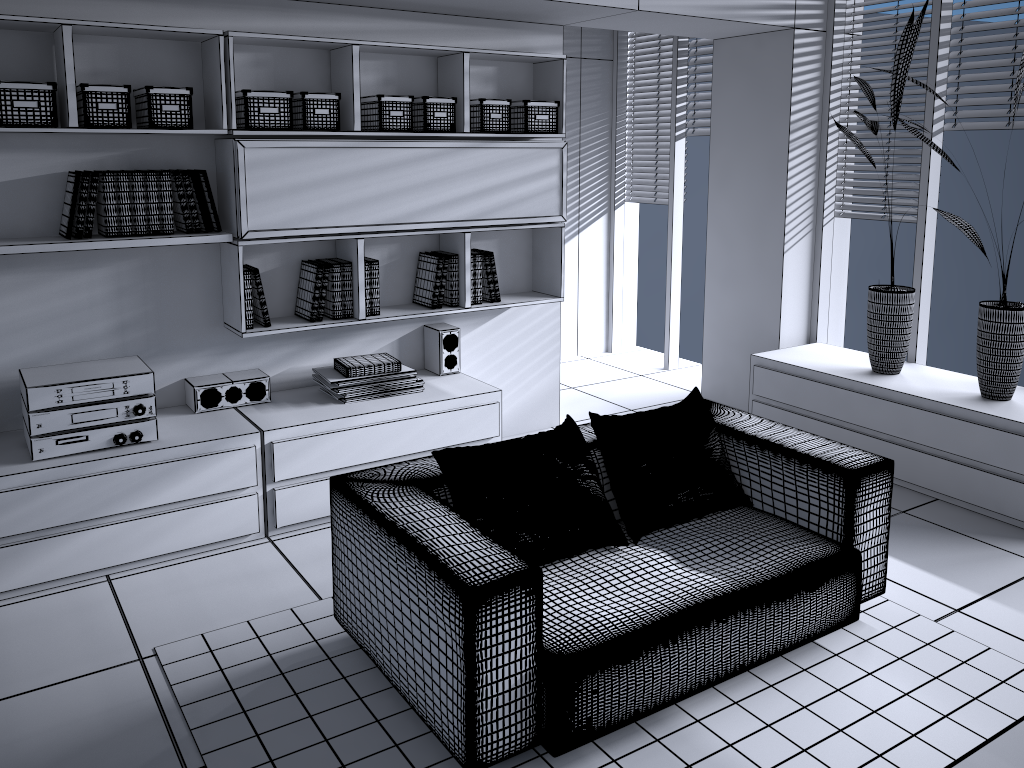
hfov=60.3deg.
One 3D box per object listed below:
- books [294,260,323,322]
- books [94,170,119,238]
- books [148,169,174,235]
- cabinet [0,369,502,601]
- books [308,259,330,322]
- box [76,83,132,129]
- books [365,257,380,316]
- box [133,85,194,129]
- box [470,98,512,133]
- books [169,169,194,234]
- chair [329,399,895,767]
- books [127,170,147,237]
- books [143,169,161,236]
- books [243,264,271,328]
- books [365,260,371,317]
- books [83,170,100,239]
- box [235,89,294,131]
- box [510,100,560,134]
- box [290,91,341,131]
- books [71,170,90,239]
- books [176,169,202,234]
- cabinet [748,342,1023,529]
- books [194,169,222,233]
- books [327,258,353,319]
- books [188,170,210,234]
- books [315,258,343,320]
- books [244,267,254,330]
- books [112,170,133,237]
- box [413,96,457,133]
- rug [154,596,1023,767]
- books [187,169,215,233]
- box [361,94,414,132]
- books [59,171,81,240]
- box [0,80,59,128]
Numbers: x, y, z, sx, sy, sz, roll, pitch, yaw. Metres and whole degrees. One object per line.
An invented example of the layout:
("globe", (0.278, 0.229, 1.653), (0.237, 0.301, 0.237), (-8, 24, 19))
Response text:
("books", (-0.920, -0.423, 3.993), (0.075, 0.255, 0.210), (-6, 13, -32))
("books", (-1.612, -0.718, 3.502), (0.050, 0.254, 0.210), (-6, 13, -32))
("books", (-1.437, -0.748, 3.613), (0.050, 0.254, 0.210), (-6, 13, -32))
("cabinet", (-1.142, 0.349, 3.775), (2.284, 0.441, 0.582), (-9, 16, -32))
("books", (-0.894, -0.428, 4.010), (0.075, 0.255, 0.210), (-6, 13, -33))
("box", (-1.591, -1.074, 3.421), (0.175, 0.159, 0.285), (-8, 15, -32))
("books", (-0.685, -0.464, 4.157), (0.050, 0.254, 0.210), (-6, 13, -32))
("box", (-1.401, -1.106, 3.543), (0.180, 0.159, 0.285), (-8, 15, -32))
("box", (-0.148, -1.317, 4.343), (0.180, 0.159, 0.285), (-8, 16, -32))
("books", (-1.381, -0.756, 3.646), (0.075, 0.255, 0.210), (-6, 13, -31))
("chair", (0.365, 0.536, 2.862), (1.659, 0.541, 0.975), (-9, 16, -32))
("books", (-1.522, -0.732, 3.553), (0.050, 0.254, 0.210), (-6, 13, -32))
("books", (-1.482, -0.741, 3.587), (0.050, 0.254, 0.210), (-6, 13, -32))
("books", (-1.127, -0.389, 3.873), (0.075, 0.255, 0.210), (-6, 13, -31))
("books", (-0.725, -0.456, 4.127), (0.050, 0.254, 0.210), (-6, 13, -32))
("books", (-1.667, -0.708, 3.464), (0.075, 0.255, 0.210), (-6, 13, -33))
("box", (-1.074, -1.161, 3.751), (0.213, 0.159, 0.285), (-8, 16, -32))
("box", (0.078, -1.355, 4.487), (0.218, 0.159, 0.285), (-8, 16, -32))
("box", (-0.883, -1.193, 3.874), (0.175, 0.159, 0.285), (-8, 15, -32))
("books", (-1.693, -0.703, 3.446), (0.075, 0.255, 0.210), (-6, 13, -32))
("books", (-1.354, -0.761, 3.662), (0.075, 0.255, 0.210), (-6, 13, -32))
("cabinet", (2.003, 0.200, 4.347), (0.600, 0.441, 1.702), (-8, 17, -32))
("books", (-1.282, -0.769, 3.693), (0.073, 0.253, 0.210), (-6, 13, -33))
("books", (-0.795, -0.445, 4.077), (0.050, 0.254, 0.210), (-6, 13, -32))
("books", (-1.325, -0.762, 3.676), (0.073, 0.253, 0.210), (-6, 13, -32))
("books", (-0.839, -0.438, 4.049), (0.050, 0.254, 0.210), (-6, 13, -32))
("books", (-1.182, -0.380, 3.840), (0.050, 0.254, 0.210), (-6, 13, -32))
("books", (-1.568, -0.726, 3.530), (0.050, 0.254, 0.210), (-6, 13, -32))
("box", (-0.402, -1.274, 4.181), (0.180, 0.159, 0.285), (-8, 16, -32))
("rug", (0.289, 0.876, 2.645), (2.246, 0.001, 1.827), (-9, 18, -32))
("books", (-1.316, -0.771, 3.701), (0.073, 0.253, 0.210), (-6, 13, -32))
("box", (-0.590, -1.243, 4.061), (0.180, 0.159, 0.285), (-8, 16, -32))
("books", (-1.718, -0.696, 3.425), (0.073, 0.253, 0.210), (-6, 13, -32))
("box", (-1.819, -1.035, 3.276), (0.213, 0.159, 0.285), (-8, 16, -32))
